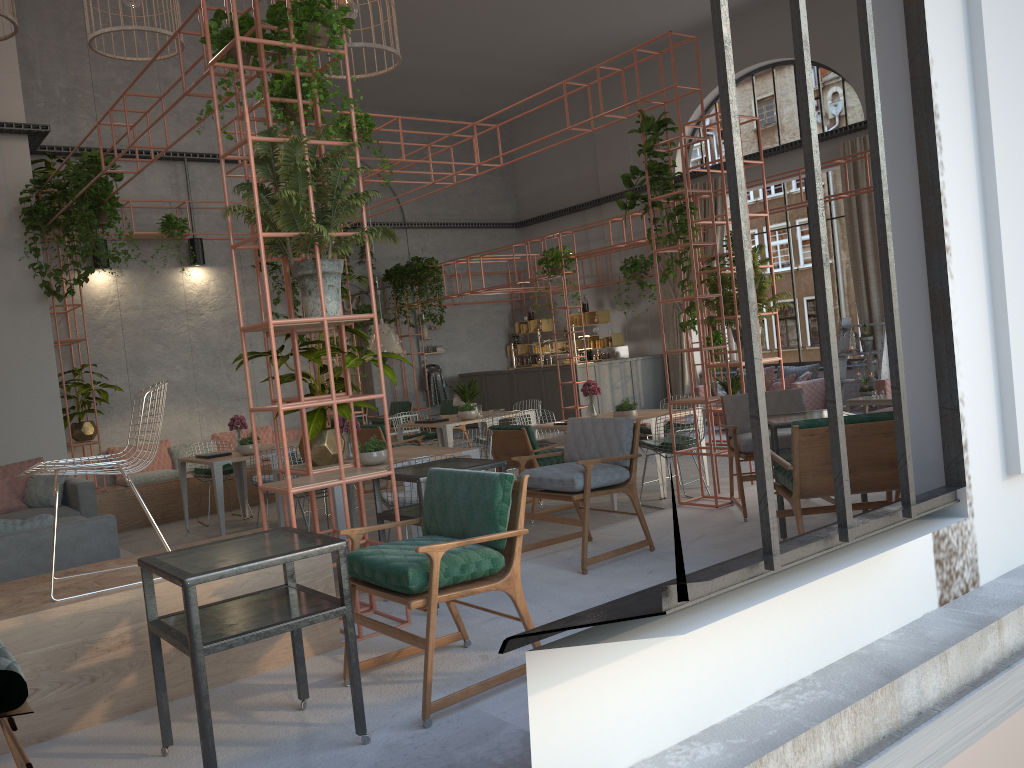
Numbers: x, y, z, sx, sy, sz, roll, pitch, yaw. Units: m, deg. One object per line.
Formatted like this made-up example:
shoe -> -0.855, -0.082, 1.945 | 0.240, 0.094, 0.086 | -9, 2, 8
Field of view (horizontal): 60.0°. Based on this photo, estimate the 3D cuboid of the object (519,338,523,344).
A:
object -> 0.216, -1.037, 21.338 | 0.115, 0.147, 0.115 | -6, 2, 8

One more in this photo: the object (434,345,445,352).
object -> -1.671, -0.807, 20.318 | 0.219, 0.149, 0.129 | -8, 3, -37

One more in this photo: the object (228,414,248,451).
object -> -3.104, 0.552, 10.074 | 0.213, 0.414, 0.225 | -8, 3, -45

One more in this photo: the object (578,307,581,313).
object -> 1.484, -1.608, 19.325 | 0.088, 0.123, 0.088 | -5, 2, 19

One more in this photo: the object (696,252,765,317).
object -> 3.049, -1.391, 12.377 | 0.923, 0.946, 0.924 | -5, 2, 19

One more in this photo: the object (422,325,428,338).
object -> -1.987, -1.217, 20.091 | 0.136, 0.336, 0.145 | -7, 2, -23

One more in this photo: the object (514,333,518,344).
object -> 0.089, -1.098, 21.379 | 0.066, 0.291, 0.066 | -7, 3, -31

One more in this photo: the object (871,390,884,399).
object -> 5.099, 0.173, 12.428 | 0.199, 0.145, 0.156 | -7, 2, -22

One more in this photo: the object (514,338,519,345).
object -> 0.112, -1.023, 21.259 | 0.115, 0.147, 0.115 | -6, 2, 8

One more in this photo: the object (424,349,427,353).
object -> -1.968, -0.780, 20.107 | 0.055, 0.164, 0.092 | -7, 2, -18

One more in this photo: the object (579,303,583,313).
object -> 1.518, -1.711, 19.557 | 0.134, 0.301, 0.134 | -4, 3, 42

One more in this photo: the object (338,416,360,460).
object -> -1.450, 0.461, 7.891 | 0.213, 0.414, 0.225 | -8, 3, -45

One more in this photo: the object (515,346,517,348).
object -> 0.128, -0.797, 21.252 | 0.072, 0.248, 0.094 | -8, 3, -37

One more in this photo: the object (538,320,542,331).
object -> 0.678, -1.357, 20.591 | 0.137, 0.261, 0.137 | -6, 2, -1

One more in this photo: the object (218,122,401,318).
object -> -1.093, -0.905, 4.837 | 0.894, 1.101, 0.900 | -5, 2, 17

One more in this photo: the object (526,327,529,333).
object -> 0.406, -1.279, 20.858 | 0.123, 0.142, 0.141 | -8, 3, -37

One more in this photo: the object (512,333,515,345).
object -> 0.028, -1.089, 21.332 | 0.066, 0.291, 0.066 | -5, 2, 23

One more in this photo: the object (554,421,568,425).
object -> 0.664, 0.404, 9.191 | 0.268, 0.031, 0.427 | -8, 3, -37

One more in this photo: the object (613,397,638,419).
object -> 1.133, 0.257, 8.907 | 0.247, 0.247, 0.252 | -8, 3, -37

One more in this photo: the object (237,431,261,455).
object -> -2.794, 0.629, 9.409 | 0.248, 0.247, 0.254 | -8, 3, -37

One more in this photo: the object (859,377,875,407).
object -> 5.557, 0.118, 13.894 | 0.236, 0.464, 0.225 | -5, 3, 31

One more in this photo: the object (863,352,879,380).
object -> 5.641, -0.287, 13.945 | 0.219, 0.430, 0.216 | -8, 3, -44

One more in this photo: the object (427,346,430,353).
object -> -1.903, -0.782, 20.130 | 0.063, 0.151, 0.063 | -4, 3, 39

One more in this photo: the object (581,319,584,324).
object -> 1.564, -1.343, 19.329 | 0.123, 0.142, 0.141 | -8, 3, -37

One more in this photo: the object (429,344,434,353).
object -> -1.844, -0.817, 20.187 | 0.081, 0.204, 0.081 | -8, 3, -37

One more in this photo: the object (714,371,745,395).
object -> 3.094, 0.077, 12.462 | 0.438, 0.527, 0.368 | -8, 3, -37

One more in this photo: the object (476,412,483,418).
object -> -0.438, 0.392, 11.401 | 0.115, 0.078, 0.115 | -7, 3, -31

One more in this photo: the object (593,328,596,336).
object -> 1.775, -1.122, 19.063 | 0.083, 0.159, 0.083 | -6, 2, 8

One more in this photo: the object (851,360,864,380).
object -> 5.531, -0.217, 14.155 | 0.223, 0.297, 0.223 | -7, 2, -18

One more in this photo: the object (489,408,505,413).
object -> -0.204, 0.359, 11.903 | 0.218, 0.041, 0.218 | -7, 2, -29

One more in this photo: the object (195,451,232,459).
object -> -3.264, 0.776, 9.693 | 0.268, 0.031, 0.427 | -8, 3, -37

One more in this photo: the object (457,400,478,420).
object -> -0.563, 0.328, 11.112 | 0.248, 0.247, 0.254 | -8, 3, -37

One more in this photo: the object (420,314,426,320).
object -> -2.019, -1.518, 20.070 | 0.133, 0.145, 0.133 | -5, 2, 15

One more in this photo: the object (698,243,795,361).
object -> 2.217, -0.777, 8.485 | 0.894, 1.100, 0.900 | -6, 2, -8

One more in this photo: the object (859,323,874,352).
object -> 5.640, -0.745, 14.121 | 0.212, 0.457, 0.217 | -7, 2, -20

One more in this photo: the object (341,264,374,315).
object -> -2.470, -1.321, 12.556 | 0.934, 0.947, 0.903 | -5, 2, 14

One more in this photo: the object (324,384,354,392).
object -> -2.446, 0.152, 12.615 | 0.438, 0.527, 0.368 | -8, 3, -37

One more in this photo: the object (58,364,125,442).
object -> -5.121, 0.219, 10.517 | 0.934, 0.919, 0.903 | -5, 2, 24

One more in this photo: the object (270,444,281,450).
object -> -2.599, 0.684, 9.751 | 0.115, 0.078, 0.115 | -7, 3, -31

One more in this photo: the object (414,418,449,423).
object -> -1.033, 0.475, 11.397 | 0.268, 0.031, 0.427 | -8, 3, -37

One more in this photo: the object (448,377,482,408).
object -> -0.581, 0.170, 11.550 | 0.438, 0.527, 0.368 | -8, 3, -37

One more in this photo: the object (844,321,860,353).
object -> 5.484, -0.760, 14.329 | 0.216, 0.500, 0.216 | -6, 2, -5

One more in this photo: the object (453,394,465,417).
object -> -0.669, 0.285, 11.866 | 0.241, 0.313, 0.241 | -6, 2, 8

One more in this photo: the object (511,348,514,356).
object -> 0.045, -0.768, 21.386 | 0.131, 0.207, 0.131 | -6, 2, 8

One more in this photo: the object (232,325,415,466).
object -> -1.103, 0.020, 5.303 | 0.934, 0.923, 0.903 | -5, 2, 19

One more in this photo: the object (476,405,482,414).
object -> -0.446, 0.346, 11.864 | 0.095, 0.119, 0.095 | -7, 2, -13

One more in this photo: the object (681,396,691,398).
object -> 2.966, 0.292, 15.244 | 0.199, 0.145, 0.156 | -7, 2, -22

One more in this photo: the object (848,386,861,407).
object -> 5.438, 0.197, 14.110 | 0.208, 0.320, 0.192 | -7, 3, -31

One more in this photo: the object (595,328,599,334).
object -> 1.830, -1.125, 18.990 | 0.083, 0.159, 0.083 | -6, 2, 8

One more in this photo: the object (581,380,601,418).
object -> 0.868, 0.159, 9.659 | 0.213, 0.414, 0.225 | -8, 3, -45

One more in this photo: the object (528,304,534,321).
object -> 0.442, -1.691, 20.910 | 0.134, 0.386, 0.134 | -6, 2, -3

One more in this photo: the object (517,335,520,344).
object -> 0.154, -1.106, 21.426 | 0.066, 0.291, 0.066 | -6, 2, 3

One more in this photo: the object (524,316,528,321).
object -> 0.325, -1.544, 20.854 | 0.088, 0.123, 0.088 | -5, 2, 19

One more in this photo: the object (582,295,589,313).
object -> 1.601, -1.755, 19.381 | 0.134, 0.386, 0.134 | -4, 3, 42

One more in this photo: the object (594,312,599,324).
object -> 1.837, -1.422, 19.062 | 0.137, 0.261, 0.137 | -6, 2, -1

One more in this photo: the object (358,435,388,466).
object -> -1.144, 0.538, 7.231 | 0.247, 0.247, 0.252 | -8, 3, -37
